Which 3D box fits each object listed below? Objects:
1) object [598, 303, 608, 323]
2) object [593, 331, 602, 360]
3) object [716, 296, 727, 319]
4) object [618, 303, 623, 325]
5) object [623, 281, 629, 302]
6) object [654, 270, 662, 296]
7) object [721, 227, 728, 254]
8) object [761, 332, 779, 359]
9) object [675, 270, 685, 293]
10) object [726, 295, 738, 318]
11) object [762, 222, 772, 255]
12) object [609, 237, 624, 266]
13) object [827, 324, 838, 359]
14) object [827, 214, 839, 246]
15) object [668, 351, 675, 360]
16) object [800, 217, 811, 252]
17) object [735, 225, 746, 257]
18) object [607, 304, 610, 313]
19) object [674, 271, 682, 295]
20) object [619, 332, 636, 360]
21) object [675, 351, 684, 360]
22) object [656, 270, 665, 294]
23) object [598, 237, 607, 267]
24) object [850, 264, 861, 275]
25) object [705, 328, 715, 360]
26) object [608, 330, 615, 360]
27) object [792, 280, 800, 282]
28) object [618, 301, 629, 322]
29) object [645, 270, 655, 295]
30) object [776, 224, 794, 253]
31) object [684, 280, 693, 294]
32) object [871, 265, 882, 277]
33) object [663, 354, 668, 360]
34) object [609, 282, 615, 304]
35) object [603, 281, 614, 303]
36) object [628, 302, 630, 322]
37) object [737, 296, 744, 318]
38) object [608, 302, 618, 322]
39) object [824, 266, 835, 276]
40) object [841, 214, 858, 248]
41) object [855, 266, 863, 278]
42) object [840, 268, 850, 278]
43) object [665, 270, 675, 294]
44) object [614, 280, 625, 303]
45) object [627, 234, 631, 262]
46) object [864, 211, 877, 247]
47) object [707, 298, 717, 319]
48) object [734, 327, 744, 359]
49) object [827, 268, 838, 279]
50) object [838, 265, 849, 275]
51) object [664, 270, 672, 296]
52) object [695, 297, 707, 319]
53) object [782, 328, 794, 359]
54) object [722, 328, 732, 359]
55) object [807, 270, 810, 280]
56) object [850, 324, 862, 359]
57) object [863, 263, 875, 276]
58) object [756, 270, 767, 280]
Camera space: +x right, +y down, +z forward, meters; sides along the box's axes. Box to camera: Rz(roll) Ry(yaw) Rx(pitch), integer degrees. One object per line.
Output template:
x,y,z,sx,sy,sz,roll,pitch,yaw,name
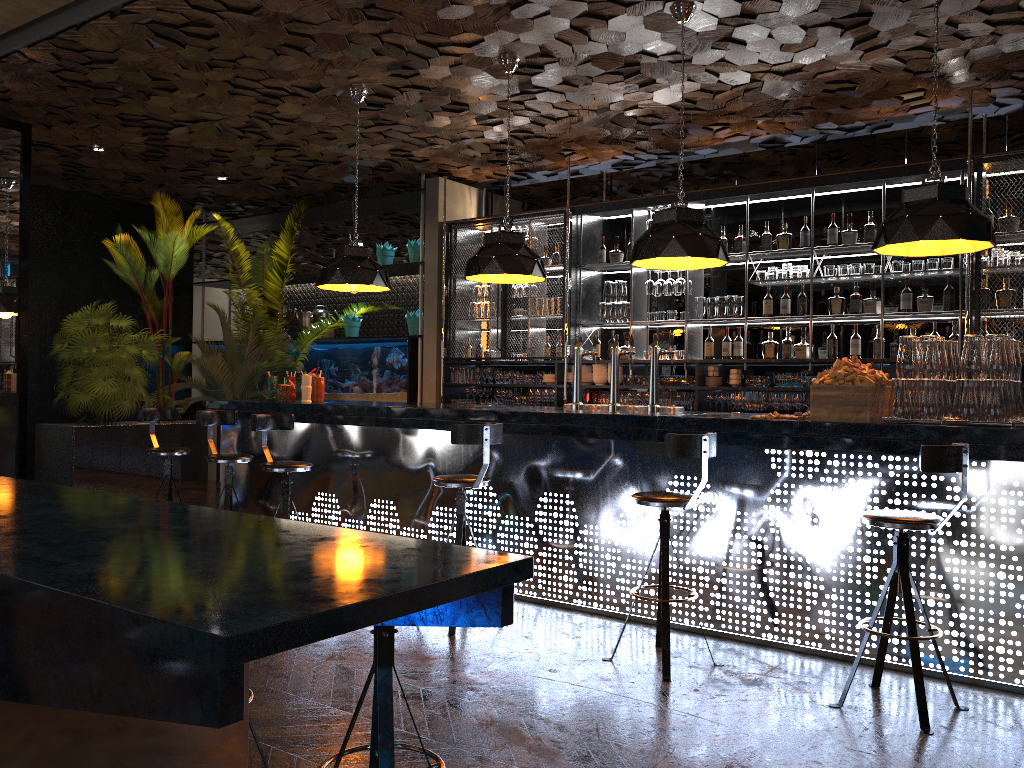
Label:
0.896,-0.695,8.739,0.105,0.209,0.105,1,0,-9,object
0.844,-0.375,8.791,0.086,0.299,0.086,1,0,-5,object
1.890,-0.682,7.992,0.105,0.209,0.105,1,0,-9,object
1.051,-0.693,8.763,0.105,0.209,0.105,1,0,-9,object
1.095,-0.901,8.721,0.105,0.209,0.105,1,0,-9,object
1.396,-0.966,8.485,0.092,0.244,0.092,1,0,-4,object
1.911,-1.281,8.028,0.083,0.282,0.083,1,0,21,object
2.262,-0.330,7.762,0.151,0.248,0.094,1,0,25,object
1.553,-0.964,8.169,0.092,0.244,0.092,1,0,-4,object
1.964,-0.681,7.909,0.105,0.209,0.105,1,0,-9,object
2.240,-1.283,7.792,0.083,0.282,0.083,1,0,21,object
1.019,-1.297,8.653,0.123,0.279,0.123,1,0,24,object
2.684,-0.351,7.429,0.086,0.297,0.086,1,0,-20,object
2.704,-1.285,7.467,0.086,0.298,0.086,1,0,-5,object
1.506,-0.263,8.334,0.089,0.092,0.089,1,0,-44,object
2.517,-1.286,7.609,0.086,0.298,0.086,1,0,-5,object
2.046,-1.279,7.931,0.083,0.282,0.083,1,0,-39,object
0.956,-0.694,8.840,0.105,0.209,0.105,1,0,-9,object
1.565,-0.963,8.363,0.092,0.244,0.092,1,0,-4,object
1.115,-0.361,8.572,0.123,0.279,0.123,1,0,-41,object
1.555,-0.262,8.221,0.089,0.092,0.089,1,0,-44,object
1.389,-0.966,8.287,0.092,0.244,0.092,1,0,-4,object
0.901,-1.309,8.794,0.086,0.298,0.086,1,0,-5,object
2.819,-0.936,7.279,0.089,0.092,0.089,1,0,-1,object
1.806,-0.362,8.099,0.086,0.299,0.086,1,0,-5,object
0.981,-0.374,8.654,0.086,0.297,0.086,1,0,-20,object
2.477,-0.940,7.755,0.089,0.092,0.089,1,0,-29,object
1.079,-0.693,8.593,0.105,0.209,0.105,1,0,-9,object
1.299,-0.967,8.351,0.092,0.244,0.092,1,0,-4,object
2.369,-1.263,7.697,0.151,0.248,0.094,1,0,39,object
1.650,-0.962,8.303,0.092,0.244,0.092,1,0,-4,object
3.020,-0.933,7.348,0.089,0.092,0.089,1,0,10,object
1.450,-0.263,8.479,0.089,0.092,0.089,1,0,8,object
1.006,-0.902,8.799,0.105,0.209,0.105,1,0,-9,object
0.945,-0.903,8.705,0.105,0.209,0.105,1,0,-9,object
1.133,-0.692,8.691,0.105,0.209,0.105,1,0,-9,object
2.037,-0.680,7.990,0.105,0.209,0.105,1,0,-9,object
0.993,-0.694,8.670,0.105,0.209,0.105,1,0,-9,object
2.652,-0.939,7.414,0.089,0.092,0.089,1,0,8,object
2.806,-1.273,7.367,0.123,0.279,0.123,1,0,25,object
2.885,-0.935,7.409,0.089,0.092,0.089,1,0,35,object
2.814,-0.936,7.507,0.089,0.092,0.089,1,0,-15,object
1.469,-0.965,8.229,0.092,0.244,0.092,1,0,-4,object
1.045,-0.902,8.645,0.105,0.209,0.105,1,0,-9,object
1.155,-1.306,8.576,0.086,0.299,0.086,1,0,-5,object
2.945,-1.273,7.284,0.083,0.282,0.083,1,0,36,object
1.838,-0.683,8.138,0.105,0.209,0.105,1,0,-9,object
2.031,-0.360,7.939,0.086,0.298,0.086,1,0,-5,object
2.729,-0.937,7.561,0.089,0.092,0.089,1,0,-12,object
2.748,-0.937,7.360,0.089,0.092,0.089,1,0,-1,object
1.485,-0.964,8.421,0.092,0.244,0.092,1,0,-4,object
1.719,-0.685,8.081,0.105,0.209,0.105,1,0,-9,object
2.388,-0.347,7.672,0.083,0.282,0.083,1,0,36,object
1.949,-0.361,8.027,0.086,0.298,0.086,1,0,-5,object
2.537,-0.939,7.670,0.089,0.092,0.089,1,0,25,object
2.850,-0.349,7.350,0.086,0.298,0.086,1,0,-5,object
2.919,-0.935,7.249,0.089,0.092,0.089,1,0,-10,object
2.181,-0.945,7.751,0.089,0.092,0.089,1,0,-29,object
